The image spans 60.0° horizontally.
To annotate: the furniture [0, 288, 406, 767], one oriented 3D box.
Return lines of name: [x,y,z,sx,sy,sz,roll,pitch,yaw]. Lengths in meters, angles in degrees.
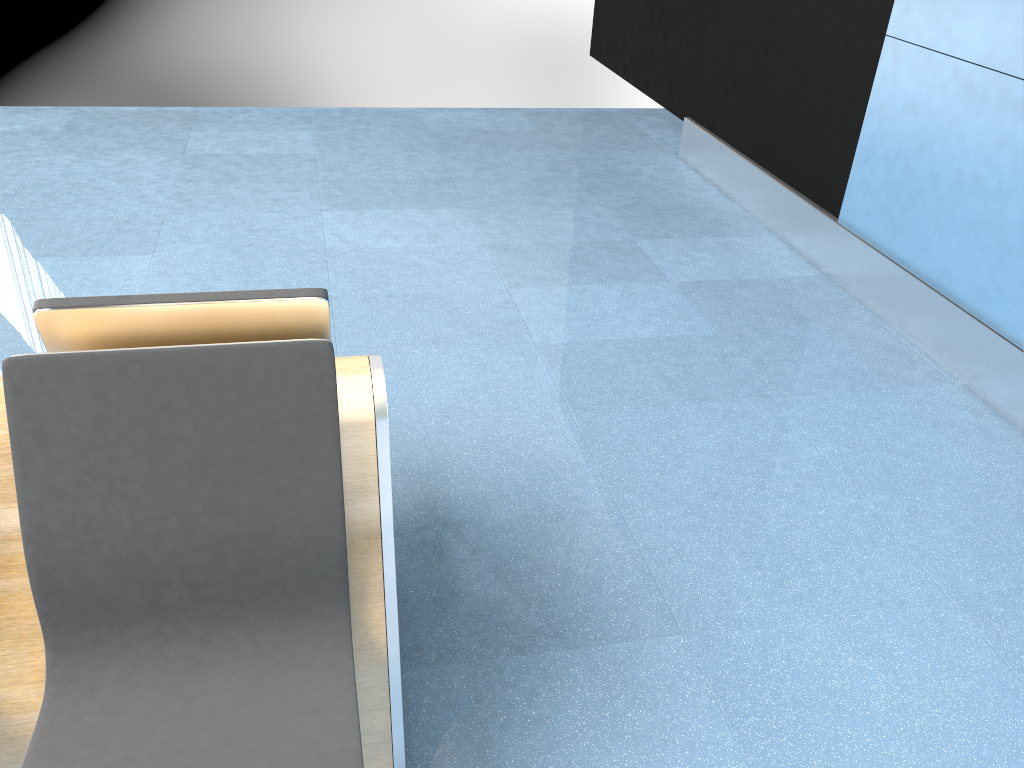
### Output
furniture: [-1.363,0.327,1.520,2.281,0.896,1.301,-4,32,-12]
